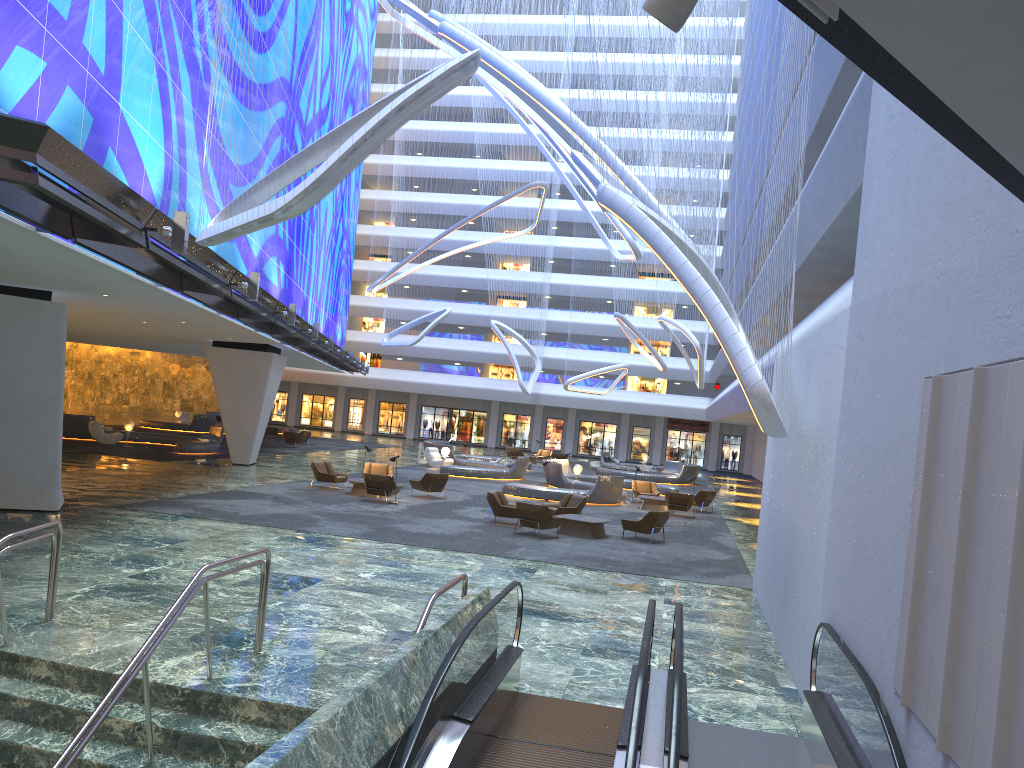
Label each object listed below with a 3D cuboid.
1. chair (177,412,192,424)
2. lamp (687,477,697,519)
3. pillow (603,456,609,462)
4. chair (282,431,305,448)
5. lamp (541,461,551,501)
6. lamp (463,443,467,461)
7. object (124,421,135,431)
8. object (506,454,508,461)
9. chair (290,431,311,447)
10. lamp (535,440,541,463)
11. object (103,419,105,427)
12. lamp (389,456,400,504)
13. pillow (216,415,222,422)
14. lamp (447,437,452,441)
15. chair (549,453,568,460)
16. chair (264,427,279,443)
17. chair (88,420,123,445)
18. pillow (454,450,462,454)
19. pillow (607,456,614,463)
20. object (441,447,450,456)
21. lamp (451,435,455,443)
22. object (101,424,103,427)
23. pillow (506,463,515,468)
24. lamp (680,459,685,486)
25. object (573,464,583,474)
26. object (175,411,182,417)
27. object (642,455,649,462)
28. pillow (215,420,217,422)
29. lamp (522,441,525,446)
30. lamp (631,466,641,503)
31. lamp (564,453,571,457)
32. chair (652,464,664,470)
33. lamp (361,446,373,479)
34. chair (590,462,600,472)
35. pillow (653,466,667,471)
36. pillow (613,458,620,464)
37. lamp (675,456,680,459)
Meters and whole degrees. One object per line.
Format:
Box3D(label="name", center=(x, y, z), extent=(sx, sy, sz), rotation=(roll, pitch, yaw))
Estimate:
Box3D(label="chair", center=(-18.827, 2.098, 51.042), extent=(0.730, 0.882, 1.155), rotation=(6, -1, -35))
Box3D(label="lamp", center=(5.584, 3.526, 27.631), extent=(0.383, 1.300, 0.202), rotation=(6, 0, 28))
Box3D(label="pillow", center=(5.459, 4.309, 50.812), extent=(0.295, 0.369, 0.770), rotation=(5, -1, 24))
Box3D(label="chair", center=(-10.612, 2.701, 42.925), extent=(0.929, 0.766, 0.939), rotation=(5, -1, 9))
Box3D(label="lamp", center=(1.071, 3.114, 28.572), extent=(0.383, 1.300, 0.202), rotation=(6, 0, 28))
Box3D(label="lamp", center=(-1.980, 3.083, 36.910), extent=(0.202, 1.300, 0.384), rotation=(6, 0, -14))
Box3D(label="object", center=(-14.617, 1.589, 33.836), extent=(0.318, 0.387, 0.367), rotation=(5, -1, 18))
Box3D(label="object", center=(-0.253, 3.482, 41.927), extent=(0.066, 0.356, 0.076), rotation=(6, 0, -22))
Box3D(label="chair", center=(-10.744, 2.751, 44.885), extent=(0.940, 0.766, 0.928), rotation=(7, -1, -41))
Box3D(label="lamp", center=(1.431, 3.872, 51.025), extent=(0.384, 1.300, 0.201), rotation=(6, 0, -28))
Box3D(label="object", center=(-17.529, 1.663, 38.047), extent=(0.076, 0.356, 0.066), rotation=(6, 0, 3))
Box3D(label="lamp", center=(-3.154, 2.539, 23.579), extent=(0.383, 1.300, 0.202), rotation=(6, 0, 28))
Box3D(label="pillow", center=(-17.916, 2.136, 54.599), extent=(0.314, 0.386, 0.786), rotation=(5, -1, 27))
Box3D(label="lamp", center=(-3.064, 3.149, 42.257), extent=(0.384, 1.300, 0.202), rotation=(6, 0, 4))
Box3D(label="chair", center=(2.591, 4.195, 49.138), extent=(0.930, 0.766, 0.938), rotation=(6, -1, -11))
Box3D(label="chair", center=(-12.413, 2.599, 45.254), extent=(0.930, 0.766, 0.938), rotation=(6, -1, -16))
Box3D(label="chair", center=(-15.555, 1.868, 33.918), extent=(1.159, 0.882, 0.728), rotation=(6, -1, -35))
Box3D(label="pillow", center=(-2.769, 3.382, 43.705), extent=(0.444, 0.207, 0.444), rotation=(6, -2, -28))
Box3D(label="pillow", center=(5.671, 4.305, 50.807), extent=(0.314, 0.386, 0.786), rotation=(5, -1, 26))
Box3D(label="object", center=(-2.807, 2.865, 37.514), extent=(0.367, 0.387, 0.318), rotation=(6, -1, -7))
Box3D(label="lamp", center=(-3.052, 3.228, 44.670), extent=(0.202, 1.300, 0.383), rotation=(6, 0, -35))
Box3D(label="object", center=(-17.540, 1.776, 37.894), extent=(0.071, 0.118, 0.151), rotation=(6, -1, -44))
Box3D(label="pillow", center=(0.194, 3.378, 36.547), extent=(0.692, 0.262, 0.878), rotation=(5, -2, 19))
Box3D(label="lamp", center=(8.260, 4.282, 42.947), extent=(0.202, 1.300, 0.383), rotation=(6, 0, -30))
Box3D(label="object", center=(2.528, 3.275, 33.979), extent=(0.366, 0.387, 0.318), rotation=(5, -1, 18))
Box3D(label="object", center=(-18.872, 1.696, 50.134), extent=(0.366, 0.387, 0.318), rotation=(5, -1, 18))
Box3D(label="object", center=(7.922, 4.412, 52.590), extent=(0.367, 0.387, 0.318), rotation=(6, -1, -7))
Box3D(label="pillow", center=(-18.142, 2.080, 53.702), extent=(0.281, 0.417, 0.759), rotation=(6, -1, 4))
Box3D(label="lamp", center=(0.607, 3.682, 47.620), extent=(0.202, 1.300, 0.383), rotation=(6, 0, -27))
Box3D(label="lamp", center=(4.307, 3.506, 30.892), extent=(0.201, 1.300, 0.384), rotation=(6, 0, 27))
Box3D(label="lamp", center=(2.276, 3.495, 36.733), extent=(0.383, 1.300, 0.202), rotation=(6, 0, 28))
Box3D(label="chair", center=(8.249, 4.725, 48.340), extent=(0.937, 0.766, 0.931), rotation=(5, -1, 44))
Box3D(label="lamp", center=(-4.431, 2.518, 26.840), extent=(0.201, 1.300, 0.384), rotation=(6, 0, 27))
Box3D(label="chair", center=(4.465, 4.468, 47.774), extent=(0.492, 0.501, 0.585), rotation=(6, -1, -45))
Box3D(label="pillow", center=(7.865, 4.469, 47.038), extent=(0.693, 0.262, 0.876), rotation=(6, -2, -27))
Box3D(label="pillow", center=(5.919, 4.430, 51.054), extent=(0.686, 0.280, 0.872), rotation=(7, -2, -42))
Box3D(label="lamp", center=(8.736, 4.458, 46.977), extent=(0.384, 1.300, 0.202), rotation=(6, 0, 10))
